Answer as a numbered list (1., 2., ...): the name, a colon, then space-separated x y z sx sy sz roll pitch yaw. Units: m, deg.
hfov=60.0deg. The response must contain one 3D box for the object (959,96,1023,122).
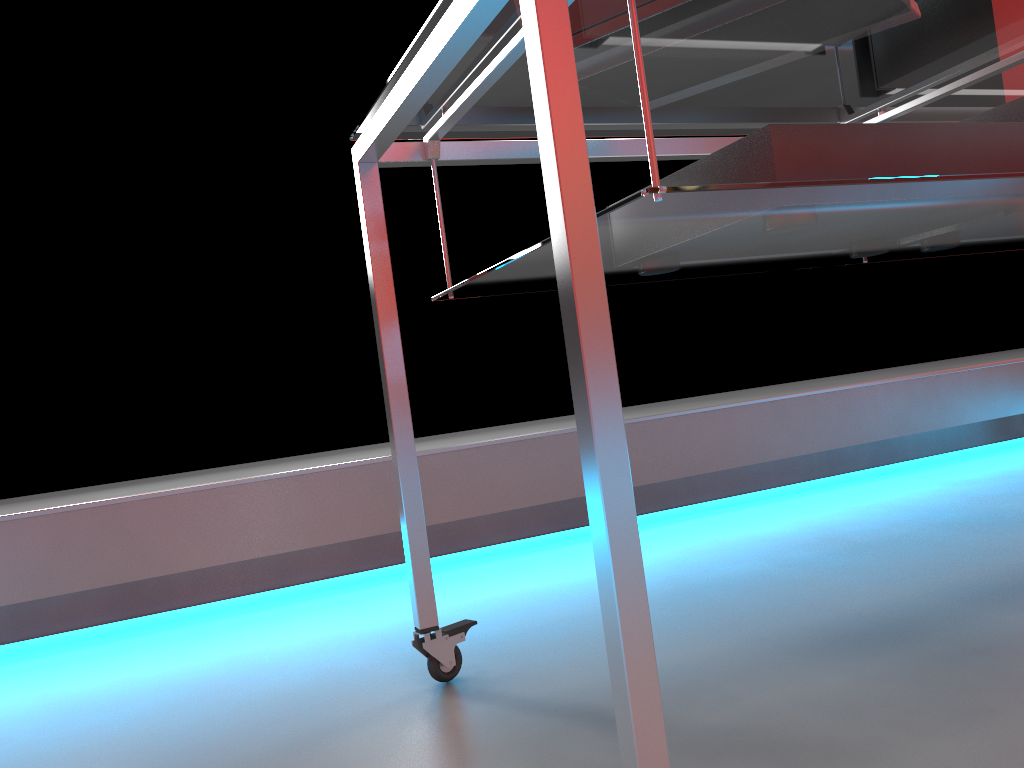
1. object: 0.832 -0.312 1.302 0.431 0.158 0.371 -7 -1 -22

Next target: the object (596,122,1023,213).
1. object: 0.386 -0.222 1.111 0.435 0.092 0.365 -7 -1 -22

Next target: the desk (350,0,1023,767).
1. desk: 0.681 -0.078 1.155 1.617 0.690 0.594 -7 -1 -22
